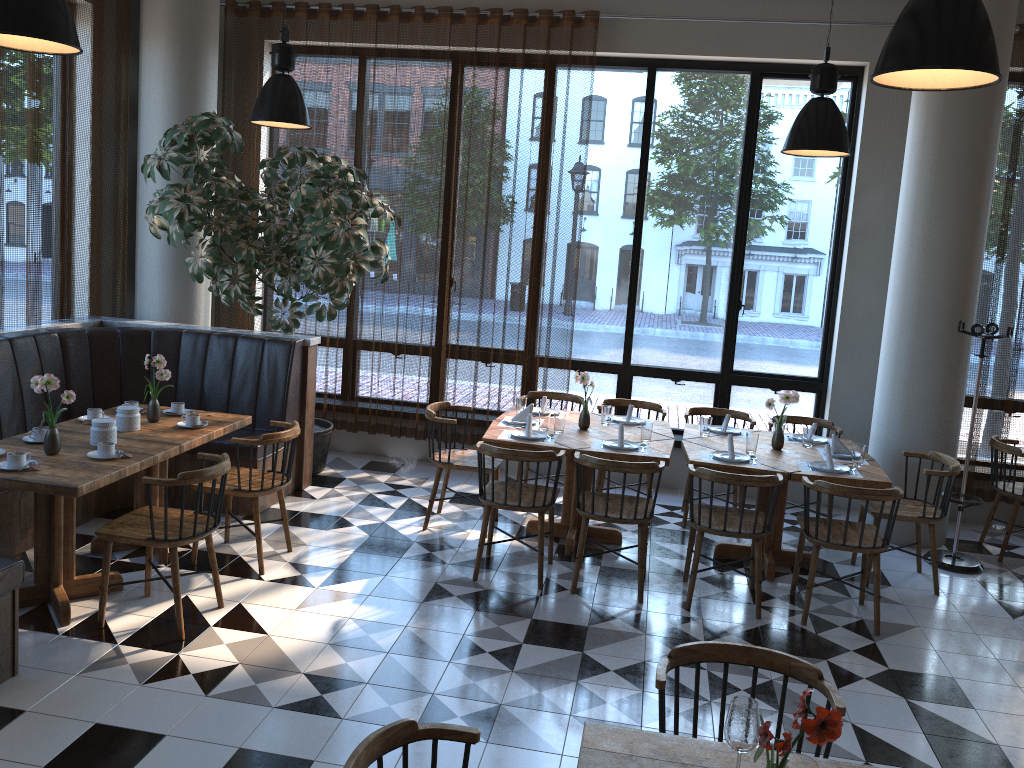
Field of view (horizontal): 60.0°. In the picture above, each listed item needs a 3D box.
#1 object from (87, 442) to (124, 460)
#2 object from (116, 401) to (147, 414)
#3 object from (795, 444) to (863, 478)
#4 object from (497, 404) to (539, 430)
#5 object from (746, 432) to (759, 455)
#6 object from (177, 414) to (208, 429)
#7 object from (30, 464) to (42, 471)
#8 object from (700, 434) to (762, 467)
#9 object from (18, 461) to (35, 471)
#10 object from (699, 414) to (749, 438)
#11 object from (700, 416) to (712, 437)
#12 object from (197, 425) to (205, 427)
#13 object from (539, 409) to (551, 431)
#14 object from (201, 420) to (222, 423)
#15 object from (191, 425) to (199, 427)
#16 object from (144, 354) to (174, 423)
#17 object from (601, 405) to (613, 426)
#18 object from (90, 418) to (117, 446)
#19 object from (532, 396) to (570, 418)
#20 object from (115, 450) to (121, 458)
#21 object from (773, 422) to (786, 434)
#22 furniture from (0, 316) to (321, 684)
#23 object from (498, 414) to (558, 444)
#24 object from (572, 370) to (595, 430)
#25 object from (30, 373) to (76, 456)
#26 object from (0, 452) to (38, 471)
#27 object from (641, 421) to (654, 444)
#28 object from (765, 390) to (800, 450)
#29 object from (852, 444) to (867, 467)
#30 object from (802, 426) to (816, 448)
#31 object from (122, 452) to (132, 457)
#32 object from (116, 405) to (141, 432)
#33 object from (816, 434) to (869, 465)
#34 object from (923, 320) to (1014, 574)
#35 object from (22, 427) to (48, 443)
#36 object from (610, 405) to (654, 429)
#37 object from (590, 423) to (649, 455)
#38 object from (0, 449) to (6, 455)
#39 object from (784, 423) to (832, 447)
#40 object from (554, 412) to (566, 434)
[{"bbox_3d":[-2.040,0.333,4.453,0.176,0.066,0.176,-5,13,-45],"label":"object"},{"bbox_3d":[-2.346,0.144,5.461,0.176,0.066,0.176,8,10,22],"label":"object"},{"bbox_3d":[1.891,0.441,5.279,0.352,0.136,0.273,6,9,9],"label":"object"},{"bbox_3d":[0.069,0.195,5.976,0.272,0.136,0.354,6,9,9],"label":"object"},{"bbox_3d":[1.499,0.372,5.539,0.080,0.131,0.080,3,8,-6],"label":"object"},{"bbox_3d":[-1.883,0.217,5.223,0.175,0.066,0.177,3,9,-8],"label":"object"},{"bbox_3d":[-2.233,0.390,4.157,0.049,0.025,0.053,4,9,-2],"label":"object"},{"bbox_3d":[1.328,0.385,5.370,0.352,0.136,0.273,6,9,9],"label":"object"},{"bbox_3d":[-2.272,0.388,4.147,0.034,0.012,0.156,3,9,-8],"label":"object"},{"bbox_3d":[1.486,0.267,6.150,0.352,0.136,0.273,6,9,9],"label":"object"},{"bbox_3d":[1.303,0.287,5.967,0.080,0.131,0.080,3,8,-6],"label":"object"},{"bbox_3d":[-1.824,0.246,5.193,0.050,0.023,0.052,5,9,5],"label":"object"},{"bbox_3d":[0.211,0.239,5.787,0.080,0.131,0.080,3,8,-6],"label":"object"},{"bbox_3d":[-1.808,0.224,5.335,0.034,0.023,0.155,10,11,34],"label":"object"},{"bbox_3d":[-1.848,0.246,5.169,0.050,0.023,0.052,5,9,5],"label":"object"},{"bbox_3d":[-2.110,0.025,5.267,0.207,0.398,0.147,6,8,14],"label":"object"},{"bbox_3d":[0.651,0.217,6.106,0.080,0.131,0.080,3,8,-6],"label":"object"},{"bbox_3d":[-2.162,0.254,4.693,0.130,0.128,0.130,-2,10,-36],"label":"object"},{"bbox_3d":[0.232,0.144,6.353,0.352,0.136,0.273,6,9,9],"label":"object"},{"bbox_3d":[-1.978,0.358,4.455,0.034,0.012,0.156,-1,11,-28],"label":"object"},{"bbox_3d":[1.780,0.329,5.916,0.080,0.131,0.080,3,8,-6],"label":"object"},{"bbox_3d":[-2.773,0.420,4.968,1.918,1.144,4.059,5,9,9],"label":"furniture"},{"bbox_3d":[0.107,0.265,5.568,0.352,0.136,0.273,6,9,9],"label":"object"},{"bbox_3d":[0.470,0.103,5.904,0.146,0.398,0.207,5,8,8],"label":"object"},{"bbox_3d":[-2.296,0.151,4.433,0.206,0.398,0.147,1,8,-24],"label":"object"},{"bbox_3d":[-2.330,0.360,4.167,0.176,0.066,0.177,4,9,1],"label":"object"},{"bbox_3d":[0.856,0.309,5.644,0.080,0.131,0.080,3,8,-6],"label":"object"},{"bbox_3d":[1.721,0.228,5.684,0.207,0.398,0.147,6,8,14],"label":"object"},{"bbox_3d":[2.115,0.437,5.409,0.080,0.131,0.080,3,8,-6],"label":"object"},{"bbox_3d":[1.956,0.353,5.849,0.080,0.131,0.080,3,8,-6],"label":"object"},{"bbox_3d":[-1.945,0.357,4.478,0.049,0.025,0.053,0,10,-22],"label":"object"},{"bbox_3d":[-2.181,0.196,5.036,0.130,0.128,0.130,-2,10,-36],"label":"object"},{"bbox_3d":[2.113,0.393,5.658,0.272,0.136,0.354,6,9,9],"label":"object"},{"bbox_3d":[3.078,0.414,5.964,0.374,1.650,0.376,3,7,-8],"label":"object"},{"bbox_3d":[-2.482,0.266,4.670,0.176,0.066,0.176,7,10,19],"label":"object"},{"bbox_3d":[0.832,0.203,6.256,0.352,0.136,0.273,6,9,9],"label":"object"},{"bbox_3d":[0.674,0.321,5.476,0.352,0.136,0.273,6,9,9],"label":"object"},{"bbox_3d":[-2.573,0.316,4.327,0.176,0.066,0.176,-2,11,-35],"label":"object"},{"bbox_3d":[2.049,0.322,6.059,0.352,0.136,0.273,6,9,9],"label":"object"},{"bbox_3d":[0.306,0.255,5.733,0.080,0.131,0.080,3,8,-6],"label":"object"}]
